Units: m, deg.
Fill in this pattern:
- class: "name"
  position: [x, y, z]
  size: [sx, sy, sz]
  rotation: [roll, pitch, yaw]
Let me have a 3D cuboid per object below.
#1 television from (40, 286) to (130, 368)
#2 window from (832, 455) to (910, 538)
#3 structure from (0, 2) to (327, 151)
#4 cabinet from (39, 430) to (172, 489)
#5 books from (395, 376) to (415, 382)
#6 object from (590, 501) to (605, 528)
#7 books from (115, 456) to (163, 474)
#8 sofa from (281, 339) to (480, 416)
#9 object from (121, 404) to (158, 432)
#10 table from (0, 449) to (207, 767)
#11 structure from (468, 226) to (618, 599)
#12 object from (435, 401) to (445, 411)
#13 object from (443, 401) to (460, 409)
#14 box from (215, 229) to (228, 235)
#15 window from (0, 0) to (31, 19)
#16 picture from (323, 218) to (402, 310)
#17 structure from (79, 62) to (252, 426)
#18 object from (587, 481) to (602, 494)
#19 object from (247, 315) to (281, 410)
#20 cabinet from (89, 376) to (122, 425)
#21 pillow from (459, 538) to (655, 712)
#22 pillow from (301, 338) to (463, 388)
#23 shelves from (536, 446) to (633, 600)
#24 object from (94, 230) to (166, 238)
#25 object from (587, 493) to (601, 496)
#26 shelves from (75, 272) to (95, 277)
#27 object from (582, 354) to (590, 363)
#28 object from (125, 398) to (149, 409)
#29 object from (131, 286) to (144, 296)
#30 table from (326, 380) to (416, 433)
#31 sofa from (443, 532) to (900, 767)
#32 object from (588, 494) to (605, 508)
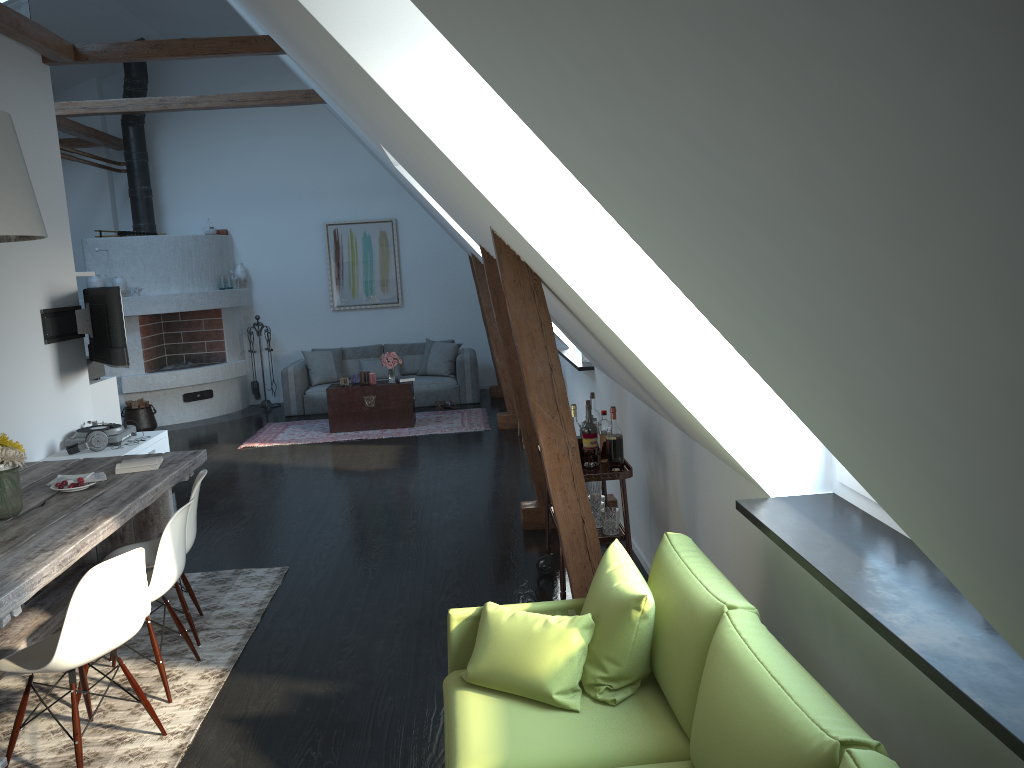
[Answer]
- class: "television"
  position: [-3.488, -0.426, 7.041]
  size: [0.537, 0.652, 1.005]
  rotation: [-10, 10, -37]
- class: "window"
  position: [-2.169, -1.899, 4.881]
  size: [5.959, 4.249, 8.018]
  rotation: [-4, 8, -3]
- class: "structure"
  position: [-4.972, -2.641, 6.461]
  size: [10.230, 3.562, 15.910]
  rotation: [-3, 8, 2]
- class: "cabinet"
  position: [-3.137, 0.727, 6.941]
  size: [0.623, 0.507, 1.069]
  rotation: [-4, 8, -3]
- class: "books"
  position: [-1.209, -0.056, 9.926]
  size: [0.179, 0.034, 0.243]
  rotation: [-7, 9, -25]
- class: "object"
  position: [0.414, 0.648, 4.393]
  size: [0.095, 0.119, 0.095]
  rotation: [-10, 10, -41]
- class: "books"
  position: [-1.946, 0.414, 4.635]
  size: [0.202, 0.042, 0.251]
  rotation: [-6, 8, -15]
- class: "sofa"
  position: [-1.667, -0.123, 11.533]
  size: [2.458, 0.770, 1.107]
  rotation: [-4, 8, -3]
- class: "object"
  position: [-4.424, 0.419, 10.529]
  size: [0.384, 0.313, 0.384]
  rotation: [0, 8, 23]
- class: "table"
  position: [-2.202, 0.950, 3.861]
  size: [1.141, 0.788, 2.421]
  rotation: [-4, 8, -3]
- class: "structure"
  position: [0.354, -0.003, 5.443]
  size: [1.023, 1.963, 12.350]
  rotation: [-4, 8, -3]
- class: "object"
  position: [-0.890, 0.265, 10.833]
  size: [0.101, 0.090, 0.277]
  rotation: [-6, 8, -14]
- class: "object"
  position: [-0.736, 0.250, 10.874]
  size: [0.277, 0.090, 0.101]
  rotation: [4, 11, 43]
- class: "box"
  position: [-3.911, -2.012, 11.801]
  size: [0.229, 0.078, 0.127]
  rotation: [-4, 8, -3]
- class: "window"
  position: [-4.510, -3.088, 6.289]
  size: [1.548, 1.089, 1.165]
  rotation: [-4, 8, -3]
- class: "picture"
  position: [-2.023, -1.624, 12.037]
  size: [0.965, 1.185, 0.025]
  rotation: [-4, 8, -3]
- class: "structure"
  position: [-5.123, -1.916, 11.733]
  size: [3.058, 4.752, 3.049]
  rotation: [-3, 8, 6]
- class: "object"
  position: [0.445, 0.575, 4.783]
  size: [0.087, 0.155, 0.087]
  rotation: [-8, 9, -30]
- class: "object"
  position: [-3.340, -0.299, 11.840]
  size: [0.376, 1.245, 0.376]
  rotation: [-7, 8, -23]
- class: "cabinet"
  position: [-3.966, 0.455, 7.764]
  size: [0.869, 0.921, 0.638]
  rotation: [-4, 8, -3]
- class: "pillow"
  position: [0.132, 0.751, 2.700]
  size: [0.600, 0.387, 0.475]
  rotation: [-4, 8, -6]
- class: "pillow"
  position: [-1.652, -0.286, 11.414]
  size: [2.075, 0.515, 0.444]
  rotation: [-4, 8, -3]
- class: "shelves"
  position: [0.379, 0.730, 4.520]
  size: [0.438, 0.732, 0.803]
  rotation: [-4, 8, -7]
- class: "object"
  position: [-4.612, -1.829, 10.735]
  size: [0.783, 0.094, 0.311]
  rotation: [-6, 8, -17]
- class: "object"
  position: [0.423, 0.627, 4.621]
  size: [0.092, 0.099, 0.092]
  rotation: [-7, 9, -25]
- class: "shelves"
  position: [-4.424, -0.875, 7.465]
  size: [1.604, 0.038, 0.478]
  rotation: [-4, 8, -3]
- class: "object"
  position: [0.522, -0.394, 6.629]
  size: [0.309, 0.461, 0.131]
  rotation: [-1, 8, 15]
- class: "object"
  position: [-4.440, 0.340, 10.500]
  size: [0.240, 0.370, 0.270]
  rotation: [-4, 8, -3]
- class: "object"
  position: [-4.470, -1.110, 10.583]
  size: [0.161, 0.114, 0.064]
  rotation: [-4, 8, 0]
- class: "table"
  position: [-1.554, 0.237, 9.853]
  size: [0.962, 0.492, 0.471]
  rotation: [-4, 8, -3]
- class: "sofa"
  position: [0.290, 1.039, 1.971]
  size: [0.898, 0.825, 2.093]
  rotation: [-4, 8, -4]
- class: "object"
  position: [0.429, 0.631, 4.513]
  size: [0.095, 0.119, 0.095]
  rotation: [-10, 10, -41]
